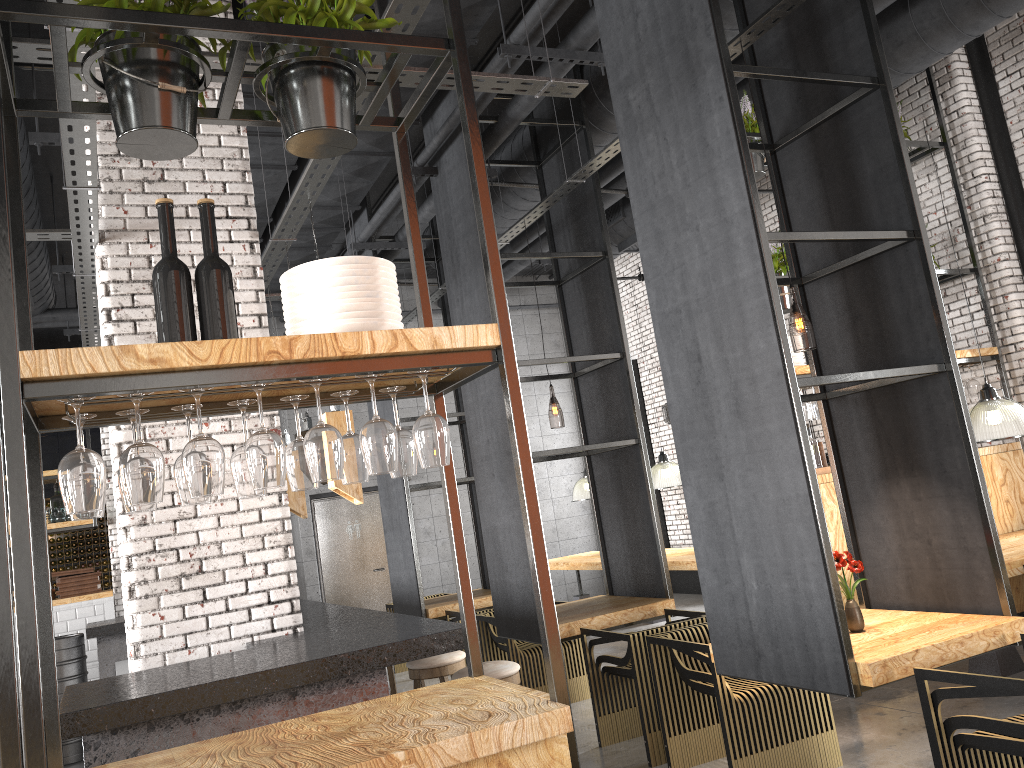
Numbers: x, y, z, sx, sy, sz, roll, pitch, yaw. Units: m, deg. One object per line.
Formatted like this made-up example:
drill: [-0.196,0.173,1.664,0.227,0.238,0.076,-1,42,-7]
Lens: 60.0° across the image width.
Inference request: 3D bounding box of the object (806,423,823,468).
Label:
object: [2.218,0.479,6.590,0.070,0.369,0.107,-4,-10,-26]

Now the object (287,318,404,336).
object: [-0.477,-0.135,2.555,0.334,0.037,0.334,-13,-9,30]

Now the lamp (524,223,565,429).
lamp: [0.212,-0.463,6.583,0.108,1.604,0.108,-12,-9,21]

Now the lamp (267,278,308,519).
lamp: [-1.425,0.062,5.457,0.127,1.551,0.127,-5,-10,-25]

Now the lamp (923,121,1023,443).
lamp: [3.250,-0.785,6.428,0.536,2.413,0.535,-10,-9,10]

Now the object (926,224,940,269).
object: [3.385,-0.947,7.505,0.416,0.560,0.466,-8,-8,-6]

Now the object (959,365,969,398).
object: [3.663,-0.013,7.246,0.101,0.268,0.100,-10,-9,5]

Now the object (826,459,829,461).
object: [2.495,0.593,6.747,0.257,0.076,0.256,-9,-8,0]

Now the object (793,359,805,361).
object: [2.049,-0.140,6.711,0.334,0.037,0.334,-13,-9,30]

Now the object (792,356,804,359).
object: [2.045,-0.159,6.713,0.334,0.040,0.334,-13,-9,28]

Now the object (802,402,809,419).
object: [2.117,0.127,6.510,0.101,0.268,0.100,-11,-9,11]

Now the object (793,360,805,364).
object: [2.051,-0.122,6.709,0.335,0.046,0.333,-1,-11,-44]

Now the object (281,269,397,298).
object: [-0.499,-0.265,2.576,0.333,0.044,0.334,-14,-9,35]

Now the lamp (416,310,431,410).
lamp: [-0.854,0.023,8.911,0.108,1.604,0.108,-10,-9,6]

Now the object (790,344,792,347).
object: [2.030,-0.251,6.729,0.334,0.041,0.334,-14,-9,33]

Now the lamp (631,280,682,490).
lamp: [1.535,-0.038,9.913,0.536,2.413,0.535,-10,-9,10]

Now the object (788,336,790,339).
object: [2.022,-0.308,6.738,0.334,0.039,0.334,-15,-10,38]

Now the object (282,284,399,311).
object: [-0.492,-0.227,2.569,0.334,0.043,0.333,-2,-10,-42]

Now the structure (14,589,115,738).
structure: [-7.153,3.283,8.963,5.804,1.350,1.505,-5,-9,-25]

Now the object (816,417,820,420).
object: [2.399,0.144,6.954,0.101,0.268,0.100,-11,-9,11]

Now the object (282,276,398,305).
object: [-0.495,-0.246,2.573,0.334,0.041,0.334,-14,-9,33]

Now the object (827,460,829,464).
object: [2.495,0.600,6.745,0.257,0.076,0.256,-5,-9,-25]

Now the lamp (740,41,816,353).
lamp: [1.258,-0.941,4.298,0.108,1.604,0.108,-15,-11,36]

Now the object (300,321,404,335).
object: [-0.475,-0.117,2.554,0.335,0.046,0.333,-1,-11,-44]

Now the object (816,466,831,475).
object: [2.153,0.675,6.629,0.412,0.050,0.410,-5,-9,-26]

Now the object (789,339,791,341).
object: [2.025,-0.289,6.734,0.334,0.039,0.334,-15,-10,39]

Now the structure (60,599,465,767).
structure: [-3.232,2.066,5.325,4.313,1.538,5.855,-5,-9,-25]

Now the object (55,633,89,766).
object: [-3.840,2.702,7.611,0.399,1.038,0.396,-10,-9,9]

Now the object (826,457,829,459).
object: [2.493,0.575,6.749,0.256,0.072,0.257,-15,-10,36]

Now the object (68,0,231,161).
object: [-1.034,-0.938,2.521,0.467,0.560,0.415,-6,-9,-17]

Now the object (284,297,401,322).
object: [-0.486,-0.193,2.564,0.335,0.041,0.333,-8,-8,-4]

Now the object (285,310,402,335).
object: [-0.481,-0.155,2.558,0.334,0.040,0.334,-13,-9,28]

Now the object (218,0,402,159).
object: [-0.603,-0.985,2.670,0.467,0.560,0.415,-4,-10,-31]

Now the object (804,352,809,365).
object: [2.297,-0.340,6.870,0.098,0.472,0.098,-17,-12,41]

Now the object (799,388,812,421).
object: [2.266,0.156,6.891,0.101,0.268,0.100,-11,-9,11]

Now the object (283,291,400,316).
object: [-0.489,-0.208,2.567,0.335,0.039,0.333,-6,-8,-18]

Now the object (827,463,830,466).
object: [2.499,0.623,6.741,0.257,0.068,0.256,-6,-8,-18]

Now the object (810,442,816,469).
object: [2.160,0.484,6.561,0.070,0.369,0.107,-5,-10,-26]

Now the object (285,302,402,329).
object: [-0.484,-0.173,2.562,0.334,0.039,0.334,-13,-9,30]

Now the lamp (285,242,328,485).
lamp: [-1.171,-0.134,4.890,0.127,1.399,0.127,-5,-10,-25]

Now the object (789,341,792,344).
object: [2.027,-0.270,6.732,0.333,0.044,0.334,-14,-9,35]

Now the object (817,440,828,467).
object: [2.307,0.543,6.605,0.056,0.249,0.055,-3,-10,-33]

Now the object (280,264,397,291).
object: [-0.501,-0.284,2.578,0.334,0.039,0.334,-15,-10,39]

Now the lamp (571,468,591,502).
lamp: [0.831,0.283,11.448,0.536,2.413,0.535,-11,-9,16]

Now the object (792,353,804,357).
object: [2.042,-0.178,6.717,0.334,0.039,0.334,-13,-9,30]

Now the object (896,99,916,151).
object: [3.234,-2.047,7.664,0.416,0.560,0.465,-7,-9,-16]

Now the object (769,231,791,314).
object: [2.050,-0.826,6.866,0.466,0.560,0.416,-14,-10,29]

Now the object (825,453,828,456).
object: [2.489,0.546,6.754,0.257,0.076,0.256,-10,-8,12]

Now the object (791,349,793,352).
object: [2.037,-0.213,6.722,0.335,0.039,0.333,-6,-8,-18]

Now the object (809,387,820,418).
object: [2.250,0.115,6.573,0.101,0.268,0.100,-11,-9,11]

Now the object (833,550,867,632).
object: [1.540,0.935,4.030,0.156,0.356,0.171,-12,-9,22]

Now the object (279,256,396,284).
object: [-0.504,-0.303,2.582,0.334,0.039,0.334,-15,-10,38]

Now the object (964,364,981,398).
object: [3.795,-0.025,7.309,0.101,0.268,0.100,-10,-9,5]

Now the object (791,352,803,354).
object: [2.039,-0.198,6.719,0.335,0.041,0.333,-8,-8,-4]

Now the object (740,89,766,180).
object: [1.853,-1.913,7.072,0.415,0.560,0.467,-16,-11,38]

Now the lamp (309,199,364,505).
lamp: [-0.894,-0.180,4.299,0.127,1.551,0.127,-5,-10,-25]

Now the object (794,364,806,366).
object: [2.054,-0.102,6.705,0.334,0.033,0.334,-11,-8,12]

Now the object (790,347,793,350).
object: [2.033,-0.232,6.725,0.334,0.043,0.333,-2,-10,-42]
